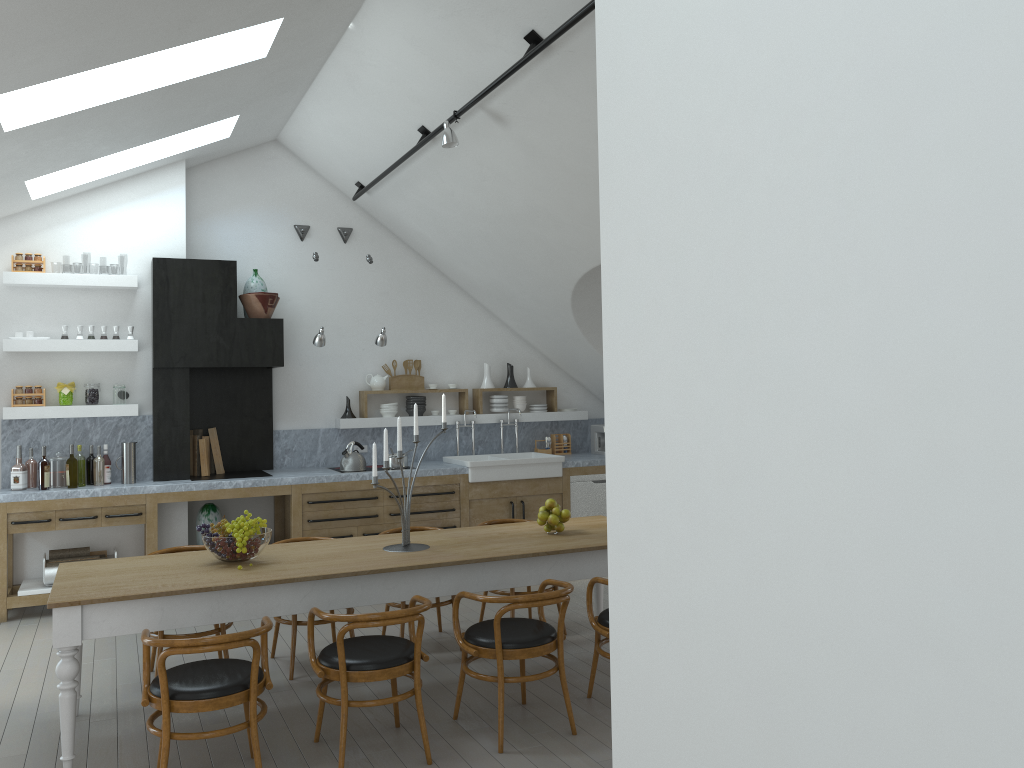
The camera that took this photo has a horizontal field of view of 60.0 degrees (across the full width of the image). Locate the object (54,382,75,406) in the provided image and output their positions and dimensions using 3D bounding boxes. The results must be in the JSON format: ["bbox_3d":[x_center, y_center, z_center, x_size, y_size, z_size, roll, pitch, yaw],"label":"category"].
[{"bbox_3d":[-3.659,0.080,7.256,0.163,0.199,0.128,0,-2,-30],"label":"object"}]

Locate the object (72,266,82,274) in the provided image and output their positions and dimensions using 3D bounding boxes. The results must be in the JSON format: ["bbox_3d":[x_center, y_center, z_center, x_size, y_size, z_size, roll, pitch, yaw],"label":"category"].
[{"bbox_3d":[-3.623,-0.941,7.373,0.094,0.093,0.093,-1,-1,8],"label":"object"}]

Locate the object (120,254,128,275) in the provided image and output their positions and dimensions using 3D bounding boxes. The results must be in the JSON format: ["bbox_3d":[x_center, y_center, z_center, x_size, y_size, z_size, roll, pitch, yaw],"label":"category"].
[{"bbox_3d":[-3.253,-0.994,7.425,0.063,0.187,0.063,-2,-2,34],"label":"object"}]

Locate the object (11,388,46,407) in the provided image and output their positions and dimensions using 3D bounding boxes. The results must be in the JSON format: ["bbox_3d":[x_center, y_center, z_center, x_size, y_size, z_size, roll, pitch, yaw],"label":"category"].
[{"bbox_3d":[-3.903,0.111,7.163,0.237,0.146,0.120,-1,-1,-24],"label":"object"}]

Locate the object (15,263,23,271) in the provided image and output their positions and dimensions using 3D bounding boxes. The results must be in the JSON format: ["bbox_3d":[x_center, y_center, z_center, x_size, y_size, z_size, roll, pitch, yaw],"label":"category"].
[{"bbox_3d":[-3.987,-0.938,7.172,0.058,0.075,0.058,-1,-1,-1],"label":"object"}]

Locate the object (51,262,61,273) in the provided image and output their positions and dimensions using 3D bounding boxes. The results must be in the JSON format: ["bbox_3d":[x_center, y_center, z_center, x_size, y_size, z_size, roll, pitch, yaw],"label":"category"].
[{"bbox_3d":[-3.745,-0.945,7.283,0.081,0.105,0.081,-2,-2,34],"label":"object"}]

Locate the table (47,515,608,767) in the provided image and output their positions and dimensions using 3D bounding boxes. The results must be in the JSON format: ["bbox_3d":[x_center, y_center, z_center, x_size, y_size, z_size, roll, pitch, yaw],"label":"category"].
[{"bbox_3d":[-0.692,1.330,4.981,3.349,0.800,1.017,-1,-1,-24],"label":"table"}]

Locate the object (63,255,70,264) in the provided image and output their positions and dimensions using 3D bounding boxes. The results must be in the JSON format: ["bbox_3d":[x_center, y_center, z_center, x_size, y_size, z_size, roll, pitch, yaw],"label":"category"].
[{"bbox_3d":[-3.694,-0.977,7.346,0.048,0.169,0.048,-1,-2,-16],"label":"object"}]

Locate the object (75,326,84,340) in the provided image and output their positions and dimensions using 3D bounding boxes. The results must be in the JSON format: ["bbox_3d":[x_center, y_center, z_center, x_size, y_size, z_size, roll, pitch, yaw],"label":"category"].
[{"bbox_3d":[-3.569,-0.421,7.320,0.068,0.124,0.064,0,-2,-31],"label":"object"}]

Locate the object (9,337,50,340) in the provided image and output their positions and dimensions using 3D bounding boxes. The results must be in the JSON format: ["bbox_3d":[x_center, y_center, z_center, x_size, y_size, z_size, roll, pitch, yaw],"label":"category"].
[{"bbox_3d":[-3.901,-0.363,7.172,0.295,0.025,0.113,-1,0,-24],"label":"object"}]

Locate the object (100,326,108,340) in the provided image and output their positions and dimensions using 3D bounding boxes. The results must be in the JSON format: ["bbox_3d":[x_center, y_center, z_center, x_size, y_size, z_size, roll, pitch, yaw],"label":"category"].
[{"bbox_3d":[-3.404,-0.424,7.394,0.068,0.124,0.064,0,-2,-31],"label":"object"}]

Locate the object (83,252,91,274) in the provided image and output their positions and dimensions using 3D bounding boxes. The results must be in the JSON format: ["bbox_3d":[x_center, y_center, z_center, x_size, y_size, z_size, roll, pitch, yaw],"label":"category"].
[{"bbox_3d":[-3.506,-0.990,7.311,0.063,0.187,0.063,-2,-2,34],"label":"object"}]

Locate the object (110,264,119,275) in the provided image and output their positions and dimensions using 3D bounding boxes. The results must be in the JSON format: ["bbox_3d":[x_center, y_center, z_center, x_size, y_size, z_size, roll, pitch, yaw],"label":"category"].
[{"bbox_3d":[-3.323,-0.949,7.409,0.071,0.099,0.071,-2,-2,30],"label":"object"}]

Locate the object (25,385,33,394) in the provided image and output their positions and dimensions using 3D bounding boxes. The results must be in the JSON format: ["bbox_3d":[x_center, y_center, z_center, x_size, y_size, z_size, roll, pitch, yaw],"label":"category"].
[{"bbox_3d":[-3.907,0.049,7.166,0.058,0.075,0.058,-1,-1,-1],"label":"object"}]

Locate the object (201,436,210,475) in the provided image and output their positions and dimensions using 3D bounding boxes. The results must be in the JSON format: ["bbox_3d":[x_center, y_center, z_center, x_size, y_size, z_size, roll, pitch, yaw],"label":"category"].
[{"bbox_3d":[-2.759,0.651,7.966,0.072,0.367,0.130,-1,-2,-6],"label":"object"}]

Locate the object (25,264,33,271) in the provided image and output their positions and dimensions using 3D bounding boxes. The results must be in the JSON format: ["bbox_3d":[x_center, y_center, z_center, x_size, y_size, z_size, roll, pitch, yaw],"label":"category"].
[{"bbox_3d":[-3.926,-0.939,7.200,0.058,0.075,0.058,-1,-1,-1],"label":"object"}]

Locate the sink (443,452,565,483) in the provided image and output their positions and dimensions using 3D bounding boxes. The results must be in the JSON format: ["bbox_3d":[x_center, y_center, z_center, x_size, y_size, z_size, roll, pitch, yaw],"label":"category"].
[{"bbox_3d":[-0.086,0.818,8.763,1.021,0.202,0.726,-1,0,-24],"label":"sink"}]

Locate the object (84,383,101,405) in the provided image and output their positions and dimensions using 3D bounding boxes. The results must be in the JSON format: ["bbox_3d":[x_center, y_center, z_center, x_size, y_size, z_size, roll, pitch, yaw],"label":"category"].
[{"bbox_3d":[-3.478,0.084,7.340,0.120,0.183,0.120,-1,-1,-9],"label":"object"}]

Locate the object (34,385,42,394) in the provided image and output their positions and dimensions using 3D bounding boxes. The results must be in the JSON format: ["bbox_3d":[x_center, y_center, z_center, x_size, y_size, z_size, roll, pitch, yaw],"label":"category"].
[{"bbox_3d":[-3.845,0.048,7.193,0.058,0.075,0.058,-1,-1,-1],"label":"object"}]

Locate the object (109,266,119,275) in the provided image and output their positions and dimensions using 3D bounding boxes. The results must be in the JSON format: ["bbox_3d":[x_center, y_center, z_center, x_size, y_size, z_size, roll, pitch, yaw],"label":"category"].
[{"bbox_3d":[-3.369,-0.945,7.488,0.094,0.093,0.093,-1,-1,8],"label":"object"}]

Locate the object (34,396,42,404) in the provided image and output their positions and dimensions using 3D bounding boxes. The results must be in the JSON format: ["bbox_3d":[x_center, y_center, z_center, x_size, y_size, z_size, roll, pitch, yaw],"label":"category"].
[{"bbox_3d":[-3.844,0.134,7.190,0.058,0.075,0.058,-1,-1,-1],"label":"object"}]

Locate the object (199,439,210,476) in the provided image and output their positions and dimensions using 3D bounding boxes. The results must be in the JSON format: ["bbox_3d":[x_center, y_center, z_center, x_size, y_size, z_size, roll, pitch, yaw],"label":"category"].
[{"bbox_3d":[-2.725,0.655,7.850,0.081,0.336,0.148,0,-2,-34],"label":"object"}]

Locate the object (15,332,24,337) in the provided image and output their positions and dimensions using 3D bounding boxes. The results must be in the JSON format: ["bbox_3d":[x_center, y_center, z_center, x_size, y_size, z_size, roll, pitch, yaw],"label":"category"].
[{"bbox_3d":[-3.970,-0.384,7.144,0.058,0.061,0.057,-1,-1,-25],"label":"object"}]

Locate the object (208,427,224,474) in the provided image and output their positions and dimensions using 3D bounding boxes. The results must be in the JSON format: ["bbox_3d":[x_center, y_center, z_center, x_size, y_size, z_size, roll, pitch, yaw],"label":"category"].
[{"bbox_3d":[-2.677,0.608,8.037,0.148,0.428,0.078,-1,-2,11],"label":"object"}]

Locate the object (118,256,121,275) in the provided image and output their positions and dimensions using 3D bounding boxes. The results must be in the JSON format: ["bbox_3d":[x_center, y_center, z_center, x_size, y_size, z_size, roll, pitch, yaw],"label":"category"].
[{"bbox_3d":[-3.295,-0.990,7.474,0.054,0.179,0.054,-3,-2,42],"label":"object"}]

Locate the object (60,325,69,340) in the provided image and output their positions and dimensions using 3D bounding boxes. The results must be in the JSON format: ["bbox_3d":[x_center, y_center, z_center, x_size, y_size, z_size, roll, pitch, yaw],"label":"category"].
[{"bbox_3d":[-3.670,-0.419,7.274,0.068,0.124,0.064,0,-2,-31],"label":"object"}]

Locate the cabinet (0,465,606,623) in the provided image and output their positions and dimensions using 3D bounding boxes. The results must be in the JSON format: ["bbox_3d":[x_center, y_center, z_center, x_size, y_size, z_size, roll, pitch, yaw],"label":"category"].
[{"bbox_3d":[-1.162,1.364,8.415,6.428,1.023,1.003,-1,-1,-24],"label":"cabinet"}]

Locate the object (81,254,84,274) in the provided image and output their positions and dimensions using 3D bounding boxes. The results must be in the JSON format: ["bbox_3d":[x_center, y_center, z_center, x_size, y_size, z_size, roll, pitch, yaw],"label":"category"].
[{"bbox_3d":[-3.548,-0.985,7.359,0.054,0.179,0.054,-3,-2,42],"label":"object"}]

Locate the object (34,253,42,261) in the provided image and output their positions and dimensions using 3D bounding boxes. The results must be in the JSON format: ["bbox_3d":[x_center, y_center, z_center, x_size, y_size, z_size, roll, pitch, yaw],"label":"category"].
[{"bbox_3d":[-3.866,-1.027,7.230,0.058,0.075,0.058,-1,-1,-1],"label":"object"}]

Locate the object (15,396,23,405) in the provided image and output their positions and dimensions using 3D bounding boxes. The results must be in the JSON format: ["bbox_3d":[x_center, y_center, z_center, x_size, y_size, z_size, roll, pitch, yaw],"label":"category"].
[{"bbox_3d":[-3.966,0.137,7.135,0.058,0.075,0.058,-1,-1,-1],"label":"object"}]

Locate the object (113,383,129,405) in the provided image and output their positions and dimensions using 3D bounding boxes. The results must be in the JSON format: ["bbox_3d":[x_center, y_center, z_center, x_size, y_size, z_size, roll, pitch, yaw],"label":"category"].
[{"bbox_3d":[-3.282,0.083,7.431,0.103,0.178,0.207,-1,-1,-2],"label":"object"}]

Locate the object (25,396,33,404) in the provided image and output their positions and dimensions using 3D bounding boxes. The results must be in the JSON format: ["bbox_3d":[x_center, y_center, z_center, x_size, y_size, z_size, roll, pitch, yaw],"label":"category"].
[{"bbox_3d":[-3.905,0.135,7.163,0.058,0.075,0.058,-1,-1,-1],"label":"object"}]

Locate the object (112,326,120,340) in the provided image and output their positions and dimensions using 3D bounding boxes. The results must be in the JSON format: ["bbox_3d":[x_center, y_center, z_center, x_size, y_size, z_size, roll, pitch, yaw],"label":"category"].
[{"bbox_3d":[-3.316,-0.426,7.424,0.068,0.124,0.064,0,-2,-31],"label":"object"}]

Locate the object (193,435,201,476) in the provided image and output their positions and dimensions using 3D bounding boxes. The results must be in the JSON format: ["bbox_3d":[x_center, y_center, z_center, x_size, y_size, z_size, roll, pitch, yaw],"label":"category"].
[{"bbox_3d":[-2.808,0.639,7.896,0.068,0.367,0.131,-1,-2,-10],"label":"object"}]

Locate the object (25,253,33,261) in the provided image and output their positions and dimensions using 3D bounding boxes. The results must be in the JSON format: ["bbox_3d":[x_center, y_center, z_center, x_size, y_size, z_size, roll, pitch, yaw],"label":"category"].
[{"bbox_3d":[-3.928,-1.026,7.203,0.058,0.075,0.058,-1,-1,-1],"label":"object"}]

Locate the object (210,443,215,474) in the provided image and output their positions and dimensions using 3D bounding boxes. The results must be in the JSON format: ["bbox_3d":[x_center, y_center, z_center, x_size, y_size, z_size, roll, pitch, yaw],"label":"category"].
[{"bbox_3d":[-2.770,0.688,8.099,0.110,0.296,0.105,-3,-2,41],"label":"object"}]

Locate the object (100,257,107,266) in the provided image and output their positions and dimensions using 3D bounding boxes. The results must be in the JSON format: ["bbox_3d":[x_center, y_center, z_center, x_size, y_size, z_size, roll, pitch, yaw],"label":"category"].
[{"bbox_3d":[-3.441,-0.982,7.461,0.048,0.169,0.048,-1,-2,-16],"label":"object"}]

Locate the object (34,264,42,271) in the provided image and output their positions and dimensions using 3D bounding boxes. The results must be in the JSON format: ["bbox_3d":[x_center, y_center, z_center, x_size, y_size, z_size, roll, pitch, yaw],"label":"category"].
[{"bbox_3d":[-3.865,-0.940,7.227,0.058,0.075,0.058,-1,-1,-1],"label":"object"}]

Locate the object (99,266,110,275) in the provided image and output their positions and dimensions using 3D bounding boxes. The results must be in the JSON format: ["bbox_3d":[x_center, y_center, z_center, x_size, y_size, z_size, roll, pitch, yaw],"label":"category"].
[{"bbox_3d":[-3.406,-0.941,7.403,0.077,0.085,0.077,-1,-1,8],"label":"object"}]

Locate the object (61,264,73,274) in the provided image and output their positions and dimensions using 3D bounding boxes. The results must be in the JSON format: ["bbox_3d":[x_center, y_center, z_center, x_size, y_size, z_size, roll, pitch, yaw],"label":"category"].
[{"bbox_3d":[-3.659,-0.936,7.288,0.077,0.085,0.077,-1,-1,8],"label":"object"}]

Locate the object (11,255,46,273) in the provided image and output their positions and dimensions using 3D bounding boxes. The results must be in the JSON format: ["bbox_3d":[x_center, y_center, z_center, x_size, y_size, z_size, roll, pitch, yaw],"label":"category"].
[{"bbox_3d":[-3.924,-0.963,7.200,0.237,0.146,0.120,-1,-1,-24],"label":"object"}]

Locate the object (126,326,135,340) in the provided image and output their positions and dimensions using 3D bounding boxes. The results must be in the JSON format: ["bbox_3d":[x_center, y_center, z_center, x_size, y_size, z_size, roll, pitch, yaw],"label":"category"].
[{"bbox_3d":[-3.214,-0.427,7.470,0.068,0.124,0.064,0,-2,-31],"label":"object"}]

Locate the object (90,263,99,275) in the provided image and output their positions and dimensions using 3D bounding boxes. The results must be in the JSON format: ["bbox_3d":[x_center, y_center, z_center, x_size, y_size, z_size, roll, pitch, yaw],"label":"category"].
[{"bbox_3d":[-3.492,-0.949,7.397,0.081,0.105,0.081,-2,-2,34],"label":"object"}]

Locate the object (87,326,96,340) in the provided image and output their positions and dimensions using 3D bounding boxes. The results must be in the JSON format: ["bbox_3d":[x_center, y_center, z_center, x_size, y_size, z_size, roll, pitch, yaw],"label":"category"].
[{"bbox_3d":[-3.484,-0.423,7.342,0.068,0.124,0.064,0,-2,-31],"label":"object"}]

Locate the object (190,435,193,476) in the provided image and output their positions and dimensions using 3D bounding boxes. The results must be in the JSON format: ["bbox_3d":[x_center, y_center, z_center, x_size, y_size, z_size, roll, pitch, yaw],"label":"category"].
[{"bbox_3d":[-2.866,0.634,7.886,0.057,0.359,0.074,-1,-2,-10],"label":"object"}]

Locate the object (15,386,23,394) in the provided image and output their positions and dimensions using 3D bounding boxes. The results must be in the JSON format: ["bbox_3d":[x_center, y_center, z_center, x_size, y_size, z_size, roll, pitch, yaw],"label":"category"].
[{"bbox_3d":[-3.968,0.050,7.138,0.058,0.075,0.058,-1,-1,-1],"label":"object"}]

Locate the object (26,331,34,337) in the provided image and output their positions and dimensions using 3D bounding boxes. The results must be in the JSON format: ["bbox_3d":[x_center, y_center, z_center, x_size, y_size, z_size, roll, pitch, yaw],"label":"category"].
[{"bbox_3d":[-3.901,-0.391,7.173,0.054,0.071,0.054,0,-1,-25],"label":"object"}]

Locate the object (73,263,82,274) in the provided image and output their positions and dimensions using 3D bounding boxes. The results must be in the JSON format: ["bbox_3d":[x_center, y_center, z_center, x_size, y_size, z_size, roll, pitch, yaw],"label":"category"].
[{"bbox_3d":[-3.576,-0.945,7.295,0.071,0.099,0.071,-2,-2,30],"label":"object"}]

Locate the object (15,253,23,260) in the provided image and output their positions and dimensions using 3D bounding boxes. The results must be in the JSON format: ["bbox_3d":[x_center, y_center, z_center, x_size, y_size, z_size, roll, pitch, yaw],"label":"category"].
[{"bbox_3d":[-3.989,-1.025,7.175,0.058,0.075,0.058,-1,-1,-1],"label":"object"}]
